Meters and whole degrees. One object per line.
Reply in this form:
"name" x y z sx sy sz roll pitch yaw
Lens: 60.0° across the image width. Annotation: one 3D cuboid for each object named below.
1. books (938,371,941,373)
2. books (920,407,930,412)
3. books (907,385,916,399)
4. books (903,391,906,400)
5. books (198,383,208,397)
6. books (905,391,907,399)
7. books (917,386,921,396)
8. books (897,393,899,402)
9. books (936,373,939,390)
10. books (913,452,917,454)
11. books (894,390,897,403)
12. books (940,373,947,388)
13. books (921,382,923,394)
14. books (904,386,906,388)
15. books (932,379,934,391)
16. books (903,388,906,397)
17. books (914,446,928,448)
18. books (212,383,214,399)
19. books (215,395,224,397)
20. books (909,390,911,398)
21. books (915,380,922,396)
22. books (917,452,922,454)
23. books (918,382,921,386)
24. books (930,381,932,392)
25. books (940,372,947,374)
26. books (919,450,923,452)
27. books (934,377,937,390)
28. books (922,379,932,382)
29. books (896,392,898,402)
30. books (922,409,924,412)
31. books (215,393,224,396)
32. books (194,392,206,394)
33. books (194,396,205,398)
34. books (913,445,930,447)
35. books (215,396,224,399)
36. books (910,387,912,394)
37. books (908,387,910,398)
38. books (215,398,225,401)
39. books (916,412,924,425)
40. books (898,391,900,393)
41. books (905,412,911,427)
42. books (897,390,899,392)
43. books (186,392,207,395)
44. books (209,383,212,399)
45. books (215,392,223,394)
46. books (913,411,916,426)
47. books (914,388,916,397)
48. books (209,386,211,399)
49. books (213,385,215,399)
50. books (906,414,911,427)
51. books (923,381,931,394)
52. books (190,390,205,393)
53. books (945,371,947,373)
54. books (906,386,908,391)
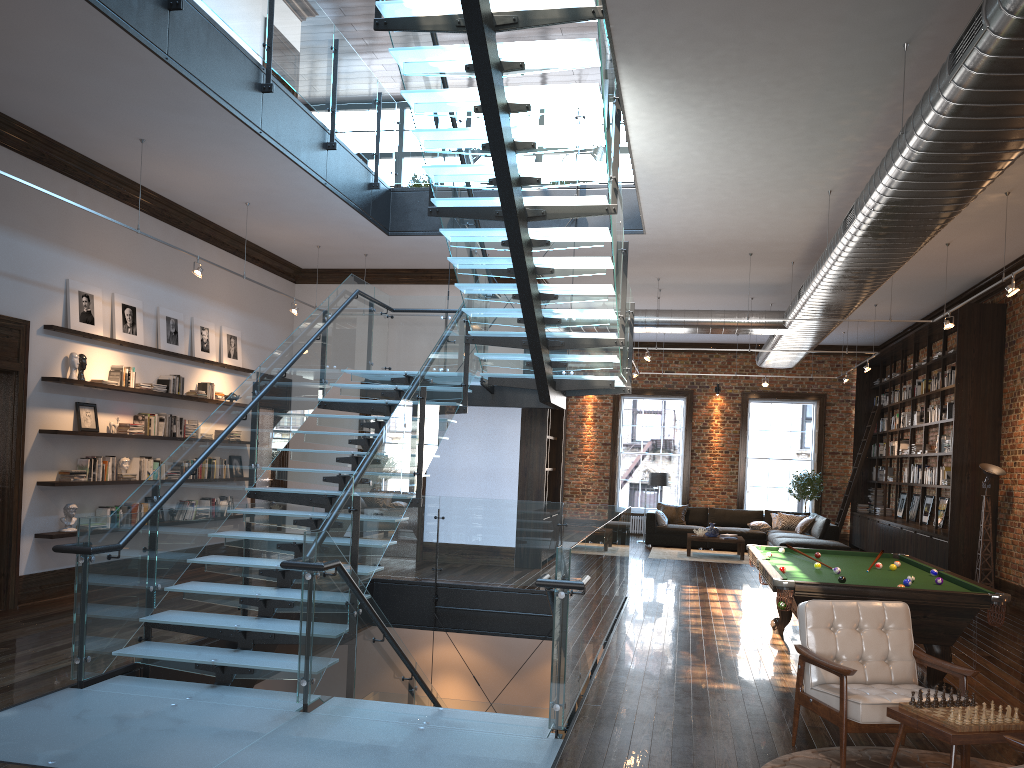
"books" 7.012 -0.038 14.404 0.183 0.329 0.008 2 0 11
"books" 7.206 0.566 15.469 0.155 0.334 0.014 2 0 11
"books" 7.394 0.168 16.370 0.176 0.288 0.030 2 0 11
"books" 7.418 0.230 16.569 0.187 0.200 0.030 2 0 11
"books" -3.916 0.086 11.230 0.135 0.200 0.011 2 0 11
"books" 7.418 0.233 16.509 0.176 0.185 0.035 2 0 11
"books" 7.220 0.135 15.572 0.193 0.202 0.027 2 0 11
"books" 7.521 0.274 17.077 0.178 0.208 0.033 2 0 11
"books" 6.993 -0.024 14.394 0.183 0.299 0.018 2 0 11
"books" 7.160 1.210 15.519 0.243 0.025 0.161 2 -5 10
"books" 7.598 0.263 17.422 0.163 0.297 0.029 2 0 11
"books" 6.972 -0.027 14.248 0.180 0.278 0.009 2 0 11
"books" 7.175 0.094 15.333 0.191 0.239 0.008 2 0 11
"books" 7.483 0.191 16.755 0.166 0.315 0.016 2 0 11
"books" 7.062 0.040 14.700 0.173 0.229 0.014 2 0 11
"books" 7.440 0.203 16.629 0.192 0.266 0.016 2 0 11
"books" 7.167 1.102 15.531 0.196 0.019 0.173 1 -5 16
"books" -3.893 0.092 11.349 0.155 0.210 0.015 2 0 11
"books" -3.859 0.153 11.539 0.159 0.011 0.184 2 -5 11
"books" 7.375 0.205 16.261 0.166 0.194 0.030 2 0 11
"books" 7.269 0.090 15.744 0.186 0.328 0.069 2 0 11
"books" 7.117 1.200 15.278 0.204 0.035 0.268 1 -5 12
"books" 7.234 0.104 15.603 0.180 0.270 0.011 2 0 11
"books" 7.075 0.060 14.779 0.183 0.206 0.053 2 0 11
"books" 6.981 -0.035 14.259 0.188 0.297 0.015 2 0 11
"books" 7.129 1.159 15.276 0.173 0.018 0.239 1 -5 15
"books" 7.023 0.010 14.543 0.184 0.258 0.032 2 0 11
"books" 7.199 0.068 15.355 0.181 0.298 0.009 2 0 11
"books" 7.570 0.277 17.260 0.156 0.237 0.033 2 0 11
"books" 7.220 0.583 15.453 0.133 0.299 0.012 2 0 11
"books" -3.861 0.133 11.527 0.143 0.028 0.220 1 -5 16
"books" -3.947 0.111 11.111 0.118 0.013 0.206 1 -5 16
"books" -3.943 0.169 11.111 0.142 0.012 0.225 2 -5 11
"books" 7.167 1.085 15.525 0.243 0.015 0.165 1 -5 14
"books" -3.856 0.172 11.532 0.154 0.028 0.191 2 -5 6
"books" 7.360 0.171 16.178 0.168 0.248 0.072 2 0 11
"books" 7.381 0.181 16.317 0.185 0.253 0.030 2 0 11
"books" -3.859 0.201 11.538 0.143 0.028 0.236 2 -5 11
"books" 7.169 0.610 15.414 0.272 0.241 0.083 2 -1 11
"books" 7.539 0.256 17.098 0.174 0.250 0.014 2 0 11
"books" 7.392 0.674 16.452 0.175 0.302 0.067 2 0 11
"books" 7.591 0.256 17.280 0.159 0.285 0.014 2 0 11
"books" -3.950 0.121 11.098 0.134 0.011 0.255 2 -5 11
"books" -3.897 0.089 11.298 0.161 0.208 0.012 2 0 11
"books" -3.860 0.111 11.508 0.135 0.014 0.216 2 -5 11
"books" 7.262 0.627 15.857 0.190 0.284 0.013 2 0 11
"books" 7.372 0.177 16.129 0.137 0.229 0.066 2 0 11
"books" -3.904 0.106 11.253 0.162 0.164 0.013 2 0 11
"books" -3.888 0.107 11.363 0.159 0.183 0.014 2 0 11
"books" 7.347 0.685 16.286 0.191 0.249 0.024 2 0 11
"books" 7.162 0.075 15.210 0.190 0.254 0.062 2 0 11
"books" -3.945 0.095 11.127 0.116 0.021 0.193 2 -5 6
"books" 7.013 -0.045 14.272 0.133 0.321 0.009 2 0 11
"books" 7.431 0.185 16.532 0.159 0.285 0.014 2 0 11
